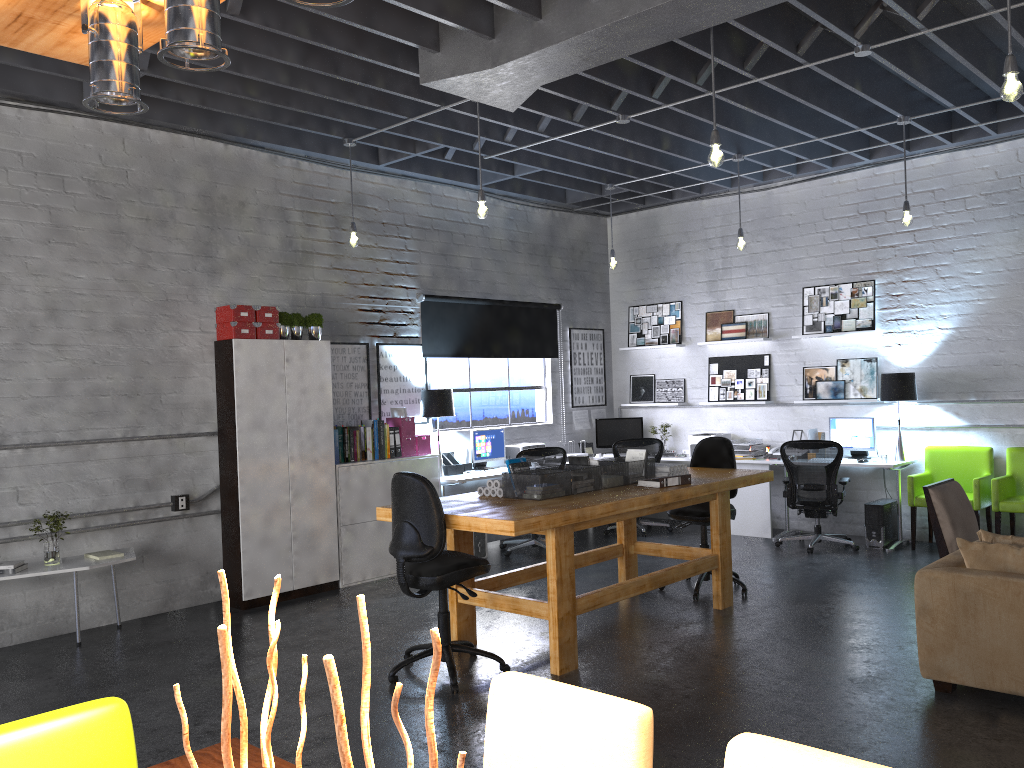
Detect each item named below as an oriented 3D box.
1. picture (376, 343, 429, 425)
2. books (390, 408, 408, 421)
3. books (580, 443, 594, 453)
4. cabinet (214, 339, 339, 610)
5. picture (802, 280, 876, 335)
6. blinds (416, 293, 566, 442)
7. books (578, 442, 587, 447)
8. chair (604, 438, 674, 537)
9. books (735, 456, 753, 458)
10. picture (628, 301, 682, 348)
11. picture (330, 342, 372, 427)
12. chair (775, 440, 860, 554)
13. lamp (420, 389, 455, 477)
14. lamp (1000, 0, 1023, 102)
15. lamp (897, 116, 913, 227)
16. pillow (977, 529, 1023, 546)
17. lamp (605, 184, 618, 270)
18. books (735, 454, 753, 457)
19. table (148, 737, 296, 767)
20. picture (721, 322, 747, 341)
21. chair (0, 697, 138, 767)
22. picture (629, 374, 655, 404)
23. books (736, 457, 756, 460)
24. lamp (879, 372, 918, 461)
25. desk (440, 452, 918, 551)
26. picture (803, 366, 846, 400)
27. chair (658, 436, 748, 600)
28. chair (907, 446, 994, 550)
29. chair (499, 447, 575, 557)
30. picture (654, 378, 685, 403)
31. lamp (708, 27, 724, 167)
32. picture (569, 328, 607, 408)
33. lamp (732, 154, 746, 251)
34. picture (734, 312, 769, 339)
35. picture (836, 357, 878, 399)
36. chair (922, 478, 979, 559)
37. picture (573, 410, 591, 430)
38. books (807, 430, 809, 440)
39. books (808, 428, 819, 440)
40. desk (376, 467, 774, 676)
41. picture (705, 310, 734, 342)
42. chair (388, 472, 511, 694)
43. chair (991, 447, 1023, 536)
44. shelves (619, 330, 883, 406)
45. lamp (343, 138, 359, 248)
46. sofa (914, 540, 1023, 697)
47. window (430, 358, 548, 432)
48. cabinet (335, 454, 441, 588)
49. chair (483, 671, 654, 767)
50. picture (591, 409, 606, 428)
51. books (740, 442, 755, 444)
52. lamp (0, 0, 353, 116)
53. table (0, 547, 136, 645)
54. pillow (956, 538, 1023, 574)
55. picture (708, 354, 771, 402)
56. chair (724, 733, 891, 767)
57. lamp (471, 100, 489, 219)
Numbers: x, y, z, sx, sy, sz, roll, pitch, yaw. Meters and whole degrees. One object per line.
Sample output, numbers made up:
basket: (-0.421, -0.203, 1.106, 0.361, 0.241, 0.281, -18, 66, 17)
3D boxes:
picture: (-1.037, 0.004, 8.453, 0.020, 0.780, 0.606, -1, 1, 43)
books: (-1.025, 0.348, 8.089, 0.192, 0.267, 0.060, -2, 1, 43)
books: (0.867, 0.743, 10.253, 0.184, 0.121, 0.017, -2, 0, -32)
cabinet: (-1.861, 0.680, 7.077, 0.291, 2.047, 0.873, -1, 1, 43)
picture: (3.287, -0.762, 8.947, 0.749, 0.503, 0.058, -2, 0, 43)
blinds: (-0.144, -0.090, 9.357, 0.100, 1.632, 2.118, -1, 0, 43)
books: (0.840, 0.736, 10.321, 0.133, 0.109, 0.052, -2, 0, -32)
chair: (1.305, 1.090, 9.622, 0.731, 1.031, 0.753, -2, 0, -23)
books: (2.393, 0.757, 9.199, 0.211, 0.014, 0.148, -2, 0, 18)
picture: (1.677, -0.695, 10.445, 0.749, 0.503, 0.058, -2, 0, 43)
picture: (-1.514, 0.018, 7.940, 0.020, 0.780, 0.606, -1, 1, 43)
chair: (2.849, 1.027, 8.395, 0.732, 1.031, 0.752, -2, 0, 12)
lamp: (-0.706, 0.469, 8.495, 0.333, 0.832, 0.333, -2, 0, 4)
lamp: (2.221, -1.702, 3.964, 0.104, 0.878, 0.104, -2, 1, -3)
lamp: (3.192, -1.717, 7.195, 0.104, 0.878, 0.104, -1, 1, 43)
pillow: (2.627, 0.957, 4.557, 0.319, 0.403, 0.523, -2, 0, -27)
lamp: (1.035, -1.627, 9.202, 0.104, 0.878, 0.104, -1, 1, 43)
books: (2.371, 0.744, 9.215, 0.148, 0.014, 0.211, -2, 0, -32)
table: (-0.282, 1.220, 1.211, 1.801, 0.780, 0.853, -2, 0, 43)
picture: (2.433, -0.573, 9.735, 0.311, 0.196, 0.029, -2, 0, 43)
chair: (-0.874, 1.192, 1.788, 0.609, 0.909, 0.636, -2, 0, 43)
picture: (1.557, 0.059, 10.601, 0.355, 0.343, 0.042, -2, 1, 43)
books: (2.414, 0.771, 9.197, 0.211, 0.014, 0.148, -2, 0, 7)
lamp: (3.657, 0.312, 8.377, 0.333, 0.832, 0.333, -2, 0, 4)
desk: (1.472, 1.200, 8.508, 3.575, 0.785, 3.297, -2, 0, 43)
picture: (3.188, -0.010, 9.067, 0.452, 0.345, 0.054, -2, 0, 43)
chair: (1.480, 0.999, 6.789, 0.659, 1.165, 0.686, -2, 1, 41)
chair: (3.996, 1.039, 8.053, 0.611, 0.920, 0.516, -2, 0, 43)
chair: (0.185, 1.124, 8.674, 0.731, 1.031, 0.753, -2, 0, -43)
picture: (1.838, 0.080, 10.337, 0.410, 0.277, 0.036, -2, 0, 43)
lamp: (1.132, -1.657, 4.978, 0.104, 0.878, 0.104, -1, 1, 43)
picture: (0.906, -0.195, 10.548, 0.020, 0.935, 0.658, -1, 1, 43)
lamp: (2.107, -1.672, 8.205, 0.104, 0.878, 0.104, -1, 1, 43)
picture: (2.592, -0.620, 9.605, 0.410, 0.277, 0.036, -2, 0, 43)
picture: (3.439, -0.052, 8.844, 0.410, 0.408, 0.047, -2, 1, 43)
chair: (3.233, 1.093, 5.928, 0.725, 0.842, 0.574, -2, 0, 43)
picture: (0.821, 0.422, 10.427, 0.036, 0.221, 0.289, -1, 0, 43)
books: (3.055, 0.604, 8.981, 0.036, 0.296, 0.210, -1, 1, 43)
books: (3.064, 0.603, 8.978, 0.043, 0.296, 0.210, -1, 1, 43)
desk: (0.582, 1.145, 5.909, 1.115, 0.926, 2.831, -2, 0, 43)
picture: (2.312, -0.641, 9.869, 0.355, 0.343, 0.042, -2, 1, 43)
chair: (-0.404, 1.056, 5.040, 0.659, 1.165, 0.686, -2, 1, 41)
chair: (4.505, 1.018, 7.579, 0.611, 0.920, 0.516, -2, 0, 43)
shelves: (2.468, -0.129, 9.640, 3.024, 0.694, 0.199, -2, 0, 43)
lamp: (-1.310, -1.555, 7.250, 0.104, 0.878, 0.104, -1, 1, 43)
sofa: (3.234, 1.188, 4.046, 2.331, 0.628, 1.104, -2, 0, 43)
window: (-0.244, -0.146, 9.448, 0.030, 1.220, 1.821, -1, 0, 43)
cabinet: (-1.209, 1.175, 7.909, 0.465, 1.021, 1.151, -2, 0, 43)
chair: (-0.051, 1.125, 1.674, 0.491, 0.959, 0.615, -2, 1, 43)
picture: (1.057, 0.415, 10.682, 0.036, 0.221, 0.289, -1, 0, 43)
books: (2.528, 0.637, 9.516, 0.134, 0.008, 0.203, -2, 0, 26)
lamp: (-0.314, -1.463, 1.236, 2.130, 1.841, 0.366, -2, 0, 43)
table: (-3.052, 1.473, 5.880, 0.517, 0.532, 1.335, -2, 0, 43)
pillow: (2.584, 0.958, 4.308, 0.704, 0.402, 0.291, -2, 0, 43)
picture: (2.483, -0.060, 9.725, 0.749, 0.503, 0.058, -2, 0, 43)
chair: (0.379, 1.107, 1.274, 0.491, 0.959, 0.615, -2, 1, 43)
lamp: (-0.226, -1.600, 6.241, 0.104, 0.878, 0.104, -1, 1, 43)
